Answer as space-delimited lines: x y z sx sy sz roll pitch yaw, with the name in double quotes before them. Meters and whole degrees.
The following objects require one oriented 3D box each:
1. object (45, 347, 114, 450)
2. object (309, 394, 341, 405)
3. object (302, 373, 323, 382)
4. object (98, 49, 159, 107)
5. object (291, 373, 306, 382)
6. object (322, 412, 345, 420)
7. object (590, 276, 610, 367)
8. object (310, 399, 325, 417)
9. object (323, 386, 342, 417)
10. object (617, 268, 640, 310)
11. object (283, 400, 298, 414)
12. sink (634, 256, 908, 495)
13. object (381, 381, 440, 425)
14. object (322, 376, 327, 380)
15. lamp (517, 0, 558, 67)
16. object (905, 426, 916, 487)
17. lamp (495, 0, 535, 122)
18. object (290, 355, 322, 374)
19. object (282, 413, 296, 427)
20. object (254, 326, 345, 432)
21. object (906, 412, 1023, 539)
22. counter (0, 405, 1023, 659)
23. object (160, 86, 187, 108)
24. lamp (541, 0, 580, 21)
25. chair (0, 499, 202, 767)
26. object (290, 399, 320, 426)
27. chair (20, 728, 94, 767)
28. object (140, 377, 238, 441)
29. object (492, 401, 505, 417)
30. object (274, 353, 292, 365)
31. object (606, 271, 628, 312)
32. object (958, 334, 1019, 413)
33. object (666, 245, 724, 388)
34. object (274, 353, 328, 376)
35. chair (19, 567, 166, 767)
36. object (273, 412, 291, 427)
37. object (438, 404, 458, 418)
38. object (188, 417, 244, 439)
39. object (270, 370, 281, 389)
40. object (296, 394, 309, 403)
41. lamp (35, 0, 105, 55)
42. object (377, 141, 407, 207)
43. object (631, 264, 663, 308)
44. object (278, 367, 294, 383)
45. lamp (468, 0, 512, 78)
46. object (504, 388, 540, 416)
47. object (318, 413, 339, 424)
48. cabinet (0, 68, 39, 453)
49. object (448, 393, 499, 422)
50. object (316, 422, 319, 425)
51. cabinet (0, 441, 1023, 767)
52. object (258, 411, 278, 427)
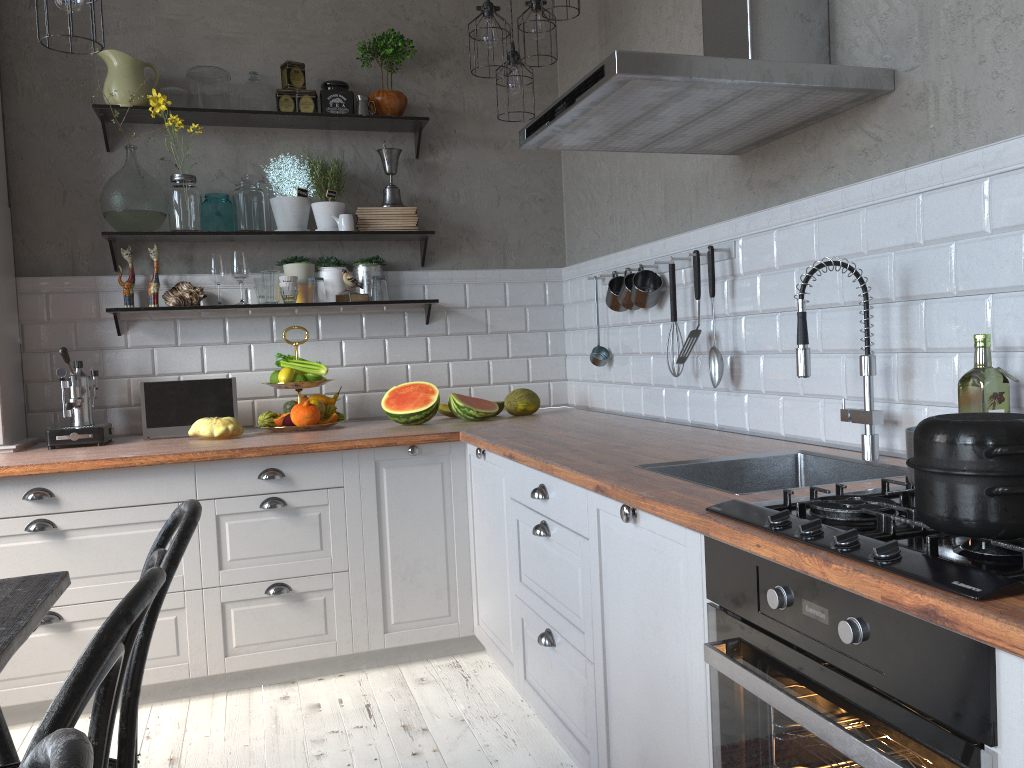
"object" -1.627 0.049 3.305 0.208 0.370 0.349 -3 3 -17
"object" -0.779 0.068 3.666 0.129 0.056 0.058 -4 3 -26
"object" -0.818 -0.016 3.605 0.077 0.062 0.098 -5 3 -44
"object" -1.517 -1.190 3.507 0.191 0.216 0.172 -3 2 -4
"object" -0.862 -0.013 3.555 0.064 0.061 0.066 -3 3 -18
"object" -0.800 0.132 3.704 0.214 0.044 0.054 -2 3 20
"object" 0.360 -0.261 3.702 0.078 0.379 0.081 -4 3 -17
"object" -0.801 0.101 3.585 0.088 0.078 0.088 -2 2 9
"object" -0.750 0.073 3.668 0.061 0.120 0.126 -2 2 7
"object" 0.459 -0.358 3.327 0.109 0.161 0.135 -3 3 -15
"object" -0.896 0.102 3.679 0.078 0.076 0.155 -2 2 9
"sink" 0.603 0.079 1.968 0.535 0.720 0.480 -3 3 -18
"object" -0.410 0.081 3.589 0.235 0.174 0.218 -2 2 4
"object" -0.787 -0.021 3.647 0.052 0.050 0.049 -3 2 -8
"lamp" 0.064 -2.151 3.492 0.144 1.735 0.149 -2 3 24
"object" 0.810 0.102 1.455 0.300 0.134 0.177 -2 3 17
"lamp" -0.025 -1.888 3.360 0.143 1.735 0.150 0 4 44
"object" -0.844 -0.074 3.660 0.180 0.096 0.088 -3 2 2
"object" -0.917 0.153 3.597 0.071 0.076 0.224 -4 3 -35
"object" -0.871 -0.024 3.609 0.359 0.425 0.345 -4 3 -32
"object" 0.615 0.115 1.152 0.194 0.147 0.189 -5 3 -38
"counter" -0.735 0.256 2.204 3.202 0.039 3.347 -3 3 -17
"object" -1.378 -1.148 3.615 0.104 0.111 0.102 -3 3 -18
"lamp" 0.145 -2.276 3.339 0.143 1.735 0.150 0 4 44
"chair" -0.761 0.674 1.415 0.557 0.921 0.431 -4 3 -20
"object" -0.818 0.116 3.501 0.109 0.111 0.115 -1 3 40
"chair" -0.489 0.702 0.447 0.557 0.921 0.431 -4 3 -20
"object" -1.275 0.096 3.515 0.356 0.226 0.087 -3 3 -18
"object" -0.100 0.107 3.822 0.118 0.073 0.204 -1 3 36
"object" -0.918 -0.098 3.569 0.074 0.058 0.050 -5 3 -41
"object" 0.423 -0.362 3.449 0.109 0.161 0.136 -3 2 -5
"object" 0.933 0.043 1.723 0.090 0.282 0.081 -3 3 -17
"object" 0.574 -0.210 2.853 0.082 0.443 0.325 -3 3 -16
"object" -0.852 -0.080 3.586 0.213 0.101 0.066 -3 3 -12
"chair" -0.643 0.688 0.952 0.553 0.921 0.434 -3 3 -10
"object" -0.927 0.145 3.577 0.084 0.057 0.089 -2 3 15
"object" -0.241 0.115 3.876 0.200 0.067 0.102 -3 2 -12
"object" -1.121 0.166 3.357 0.199 0.083 0.187 -3 3 -17
"object" -0.933 -0.018 3.594 0.097 0.078 0.099 -4 3 -30
"object" -0.865 0.089 3.682 0.086 0.093 0.085 -4 3 -21
"lamp" -1.200 -1.756 2.295 0.143 1.735 0.150 -1 3 39
"object" -0.534 -0.912 3.902 0.133 0.288 0.128 -4 3 -32
"object" 0.486 -0.354 3.204 0.108 0.161 0.136 -3 2 0
"object" -0.898 -0.033 3.527 0.059 0.069 0.079 -3 2 2
"lamp" -0.117 -2.000 3.187 0.145 1.735 0.148 -2 3 14
"object" 0.044 0.078 3.818 0.129 0.119 0.208 -1 3 35
"object" -0.749 0.144 3.595 0.088 0.051 0.069 -1 3 30
"cabinet" -2.296 -0.668 3.174 0.891 1.921 0.383 -4 3 -18
"object" -0.146 0.091 3.625 0.229 0.127 0.145 -4 3 -35
"object" -0.818 0.154 3.578 0.071 0.065 0.069 -3 2 3
"cabinet" -0.323 0.636 2.505 4.121 0.854 2.023 -1 3 28
"object" -0.976 0.143 3.599 0.076 0.072 0.153 -2 2 12
